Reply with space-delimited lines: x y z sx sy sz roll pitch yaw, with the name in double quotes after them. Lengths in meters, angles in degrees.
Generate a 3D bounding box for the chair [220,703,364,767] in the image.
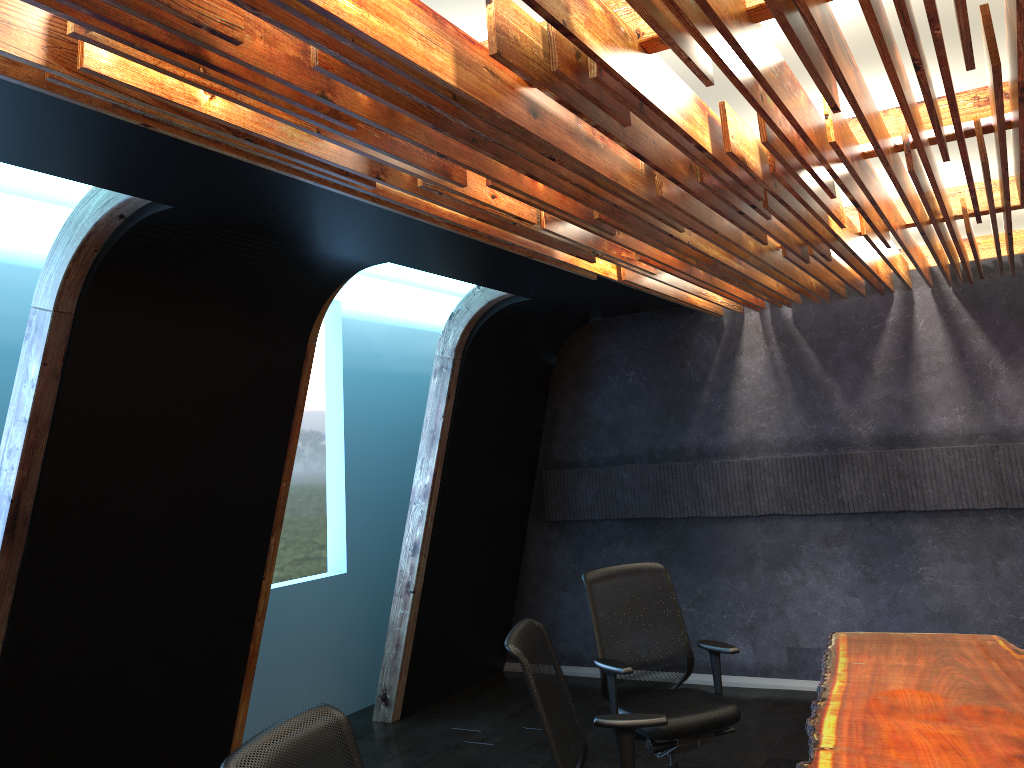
-0.198 1.457 2.021 0.793 1.266 0.798 -6 -11 14 "chair"

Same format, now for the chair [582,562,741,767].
0.823 1.612 4.562 0.817 1.266 0.775 1 -12 -26 "chair"

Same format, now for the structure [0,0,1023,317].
0.860 0.264 1.250 4.482 3.054 11.361 -8 -7 30 "structure"

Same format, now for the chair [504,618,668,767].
0.433 1.516 3.176 0.794 1.266 0.797 -5 -11 9 "chair"

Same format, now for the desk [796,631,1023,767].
1.027 1.534 1.474 2.016 0.834 6.595 -7 -6 30 "desk"
